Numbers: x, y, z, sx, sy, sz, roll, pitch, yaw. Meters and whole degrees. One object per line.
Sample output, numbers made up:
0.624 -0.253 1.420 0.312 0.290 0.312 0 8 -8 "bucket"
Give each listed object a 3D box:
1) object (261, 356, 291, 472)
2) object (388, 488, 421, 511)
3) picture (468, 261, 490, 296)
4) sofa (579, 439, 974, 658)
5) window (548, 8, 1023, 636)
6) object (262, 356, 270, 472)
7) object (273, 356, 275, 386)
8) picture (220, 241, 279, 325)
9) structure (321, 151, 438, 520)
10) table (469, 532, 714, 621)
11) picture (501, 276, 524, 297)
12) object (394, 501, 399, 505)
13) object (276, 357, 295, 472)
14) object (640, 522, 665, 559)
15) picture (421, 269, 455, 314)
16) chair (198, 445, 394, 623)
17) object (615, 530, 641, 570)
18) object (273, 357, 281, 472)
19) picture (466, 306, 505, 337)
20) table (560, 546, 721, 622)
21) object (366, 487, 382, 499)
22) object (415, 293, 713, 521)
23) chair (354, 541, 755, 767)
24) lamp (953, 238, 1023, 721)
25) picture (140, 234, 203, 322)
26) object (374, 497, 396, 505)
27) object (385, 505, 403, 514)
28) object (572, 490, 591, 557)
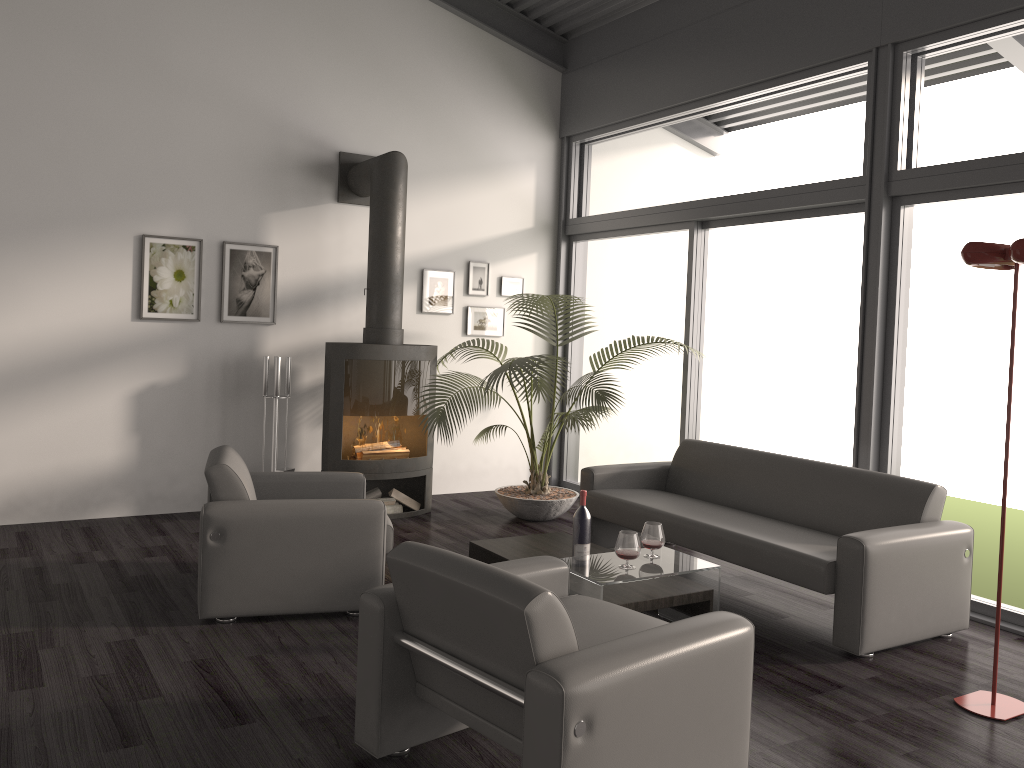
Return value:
-1.660 0.370 6.203 0.401 1.125 0.401 3 2 18 "object"
-0.786 0.850 6.497 0.254 0.186 0.072 1 2 -30 "object"
-0.277 -0.877 7.388 0.191 0.280 0.015 1 2 -32 "picture"
1.294 0.773 4.909 0.901 0.716 2.118 1 4 -31 "sofa"
3.056 -0.463 3.767 0.385 3.467 9.762 1 3 -32 "window"
-1.731 0.299 6.144 0.042 0.982 0.116 3 2 34 "object"
-1.672 0.325 6.311 0.041 1.048 0.113 3 1 13 "object"
-1.894 -0.725 6.403 0.394 0.577 0.026 1 2 -32 "picture"
-1.113 -0.415 6.711 0.818 2.672 1.117 1 2 -32 "structure"
0.337 1.003 4.350 0.600 0.250 1.202 0 4 -31 "table"
0.004 -0.829 7.562 0.221 0.166 0.015 1 2 -32 "picture"
-0.957 0.900 6.413 0.265 0.086 0.085 0 3 -30 "object"
-1.592 0.333 6.250 0.075 1.051 0.145 3 1 19 "object"
0.655 0.727 4.130 0.116 0.155 0.116 0 3 -41 "object"
-0.597 -0.748 7.198 0.288 0.352 0.015 1 2 -32 "picture"
-1.093 0.701 4.522 0.910 0.716 0.965 2 3 -17 "chair"
0.513 0.734 3.923 0.116 0.155 0.116 1 2 -23 "object"
-1.576 0.327 6.104 0.167 1.019 0.078 3 1 20 "object"
-0.219 -0.525 7.440 0.359 0.244 0.015 1 2 -32 "picture"
0.547 0.979 4.008 0.680 0.341 0.401 0 3 -32 "table"
-1.085 0.842 6.381 0.306 0.192 0.104 1 2 -30 "object"
0.171 0.162 6.397 1.718 1.665 2.122 0 3 -37 "object"
0.143 0.858 2.794 0.910 0.716 0.965 0 4 -41 "chair"
1.895 0.350 3.401 0.364 1.786 0.354 1 2 -32 "lamp"
-2.351 -0.727 6.123 0.394 0.577 0.026 1 2 -32 "picture"
-0.963 0.857 6.351 0.258 0.068 0.073 0 3 -33 "object"
-0.920 0.906 6.331 0.267 0.082 0.092 0 3 -31 "object"
0.337 0.698 4.276 0.093 0.370 0.093 1 2 -33 "object"
